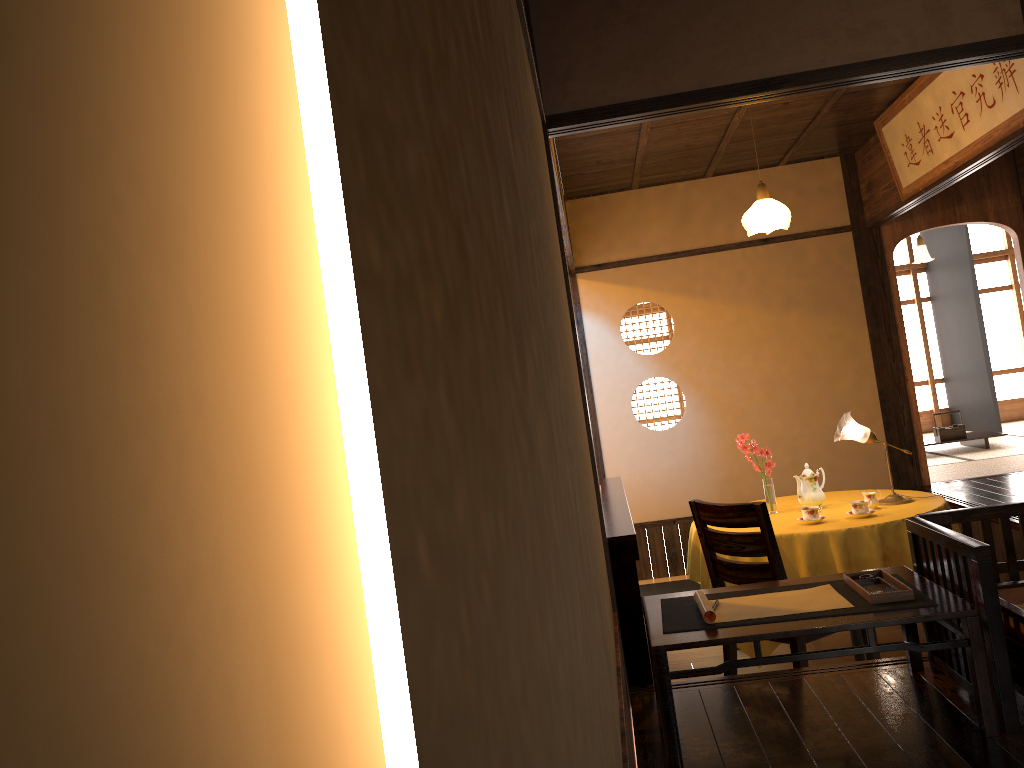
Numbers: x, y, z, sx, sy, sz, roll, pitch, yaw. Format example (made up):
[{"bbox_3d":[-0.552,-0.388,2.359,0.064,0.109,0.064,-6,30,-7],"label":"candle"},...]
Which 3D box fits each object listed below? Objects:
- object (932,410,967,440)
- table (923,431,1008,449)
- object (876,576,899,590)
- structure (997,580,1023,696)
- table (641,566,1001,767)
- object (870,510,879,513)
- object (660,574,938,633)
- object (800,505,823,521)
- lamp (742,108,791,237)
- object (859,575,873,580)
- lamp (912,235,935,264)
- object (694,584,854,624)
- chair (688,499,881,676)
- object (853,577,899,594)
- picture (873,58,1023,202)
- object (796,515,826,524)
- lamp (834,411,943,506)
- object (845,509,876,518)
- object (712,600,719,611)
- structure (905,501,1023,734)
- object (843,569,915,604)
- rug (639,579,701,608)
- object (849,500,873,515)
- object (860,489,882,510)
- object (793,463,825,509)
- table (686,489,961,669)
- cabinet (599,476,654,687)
[{"bbox_3d":[4.304,0.402,8.744,0.260,0.259,0.150,-8,-3,5],"label":"object"},{"bbox_3d":[4.145,0.615,8.751,1.200,0.118,0.600,-8,-1,5],"label":"table"},{"bbox_3d":[1.141,0.609,2.695,0.012,0.012,0.180,-8,-1,5],"label":"object"},{"bbox_3d":[1.716,0.726,2.480,0.666,0.300,0.452,-8,-2,5],"label":"structure"},{"bbox_3d":[0.871,0.833,2.698,0.880,0.337,0.600,-8,-2,5],"label":"table"},{"bbox_3d":[1.759,0.636,4.370,0.126,0.019,0.029,-8,-2,9],"label":"object"},{"bbox_3d":[0.838,0.666,2.708,0.760,0.003,0.405,-8,-1,8],"label":"object"},{"bbox_3d":[1.499,0.651,4.438,0.099,0.076,0.090,-9,-2,30],"label":"object"},{"bbox_3d":[1.366,-1.244,4.938,0.249,0.811,0.277,-9,-3,27],"label":"lamp"},{"bbox_3d":[1.109,0.612,2.773,0.040,0.021,0.040,-7,-2,-32],"label":"object"},{"bbox_3d":[4.045,-1.607,8.855,0.196,0.799,0.225,-9,-3,13],"label":"lamp"},{"bbox_3d":[0.783,0.653,2.700,0.429,0.038,0.275,-8,-1,5],"label":"object"},{"bbox_3d":[1.186,0.946,3.877,0.578,0.961,0.489,-7,-3,-30],"label":"chair"},{"bbox_3d":[1.088,0.612,2.647,0.082,0.019,0.200,-8,-1,6],"label":"object"},{"bbox_3d":[2.433,-1.503,4.943,0.117,0.566,2.042,-8,-1,5],"label":"picture"},{"bbox_3d":[1.500,0.684,4.439,0.144,0.024,0.143,-7,-2,-35],"label":"object"},{"bbox_3d":[2.047,0.718,4.695,0.511,1.205,0.197,-8,-3,6],"label":"lamp"},{"bbox_3d":[1.739,0.649,4.417,0.144,0.024,0.143,-7,-2,-35],"label":"object"},{"bbox_3d":[0.628,0.689,2.749,0.012,0.010,0.141,-9,-1,21],"label":"object"},{"bbox_3d":[1.898,0.603,2.612,1.196,0.500,0.597,-8,-2,5],"label":"structure"},{"bbox_3d":[1.106,0.612,2.686,0.121,0.028,0.295,-8,-1,6],"label":"object"},{"bbox_3d":[1.476,1.440,6.219,2.953,0.005,0.901,-8,-1,5],"label":"rug"},{"bbox_3d":[1.735,0.617,4.414,0.090,0.076,0.099,-8,-2,-10],"label":"object"},{"bbox_3d":[1.864,0.599,4.605,0.083,0.098,0.077,-7,-3,-25],"label":"object"},{"bbox_3d":[1.641,0.558,4.872,0.163,0.253,0.154,-9,-3,18],"label":"object"},{"bbox_3d":[1.688,1.028,4.801,1.443,0.696,1.442,-8,-2,6],"label":"table"},{"bbox_3d":[0.377,1.062,4.257,0.489,0.972,2.184,-8,-2,5],"label":"cabinet"}]
